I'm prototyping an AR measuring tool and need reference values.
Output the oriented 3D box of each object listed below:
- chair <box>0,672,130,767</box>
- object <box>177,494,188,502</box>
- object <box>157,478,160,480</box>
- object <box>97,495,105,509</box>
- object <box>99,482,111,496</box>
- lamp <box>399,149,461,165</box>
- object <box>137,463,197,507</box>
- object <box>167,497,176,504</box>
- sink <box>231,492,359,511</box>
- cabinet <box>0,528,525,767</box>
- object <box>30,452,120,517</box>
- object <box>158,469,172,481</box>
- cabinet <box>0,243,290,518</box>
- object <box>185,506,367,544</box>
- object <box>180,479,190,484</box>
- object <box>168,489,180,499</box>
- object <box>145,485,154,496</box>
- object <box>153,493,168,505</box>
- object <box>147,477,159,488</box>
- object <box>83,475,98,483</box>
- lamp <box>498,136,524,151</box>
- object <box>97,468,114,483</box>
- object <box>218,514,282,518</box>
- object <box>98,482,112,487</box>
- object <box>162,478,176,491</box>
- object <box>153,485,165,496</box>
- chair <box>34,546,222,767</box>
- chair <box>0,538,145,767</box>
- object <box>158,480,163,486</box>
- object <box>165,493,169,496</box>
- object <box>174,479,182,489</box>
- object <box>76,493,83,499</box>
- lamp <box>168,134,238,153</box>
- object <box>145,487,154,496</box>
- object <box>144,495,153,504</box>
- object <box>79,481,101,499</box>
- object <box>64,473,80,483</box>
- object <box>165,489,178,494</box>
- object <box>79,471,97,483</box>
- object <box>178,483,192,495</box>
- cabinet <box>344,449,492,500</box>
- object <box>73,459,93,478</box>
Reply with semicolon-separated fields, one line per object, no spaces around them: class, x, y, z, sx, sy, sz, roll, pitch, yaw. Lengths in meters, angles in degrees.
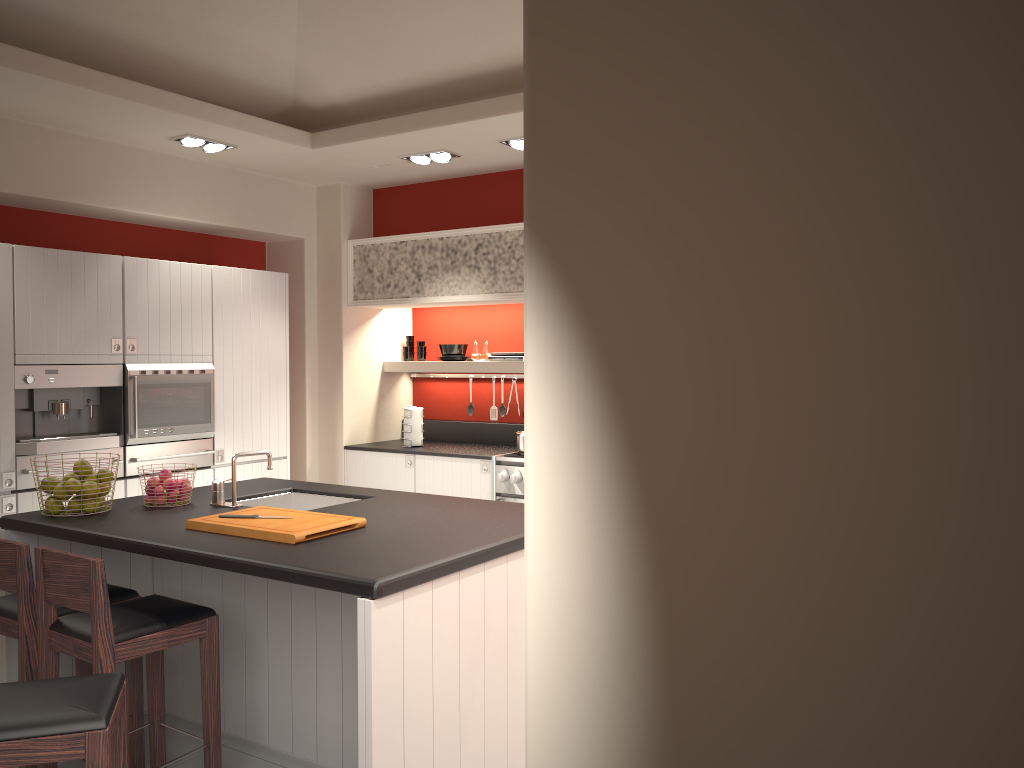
chair;-1.290;1.087;2.352;0.474;1.008;0.383;-1;1;-17
object;-1.480;0.504;3.975;0.050;0.049;0.049;0;1;-1
object;-1.582;0.444;3.950;0.049;0.049;0.048;1;2;40
object;-1.767;0.490;3.746;0.084;0.079;0.086;0;2;-12
object;-1.718;0.442;3.724;0.057;0.057;0.055;1;2;24
lamp;-0.537;-1.508;5.825;0.361;0.109;0.199;1;2;33
object;-1.523;0.447;3.922;0.248;0.168;0.248;0;2;21
object;-1.503;0.511;3.917;0.040;0.039;0.039;0;1;-9
sink;-0.996;0.675;4.055;0.567;0.258;0.516;1;2;33
cabinet;-0.871;1.092;3.695;2.034;1.011;1.423;1;2;33
object;-1.826;0.418;3.717;0.341;0.232;0.341;-1;2;-24
object;-1.525;0.402;3.901;0.056;0.058;0.056;0;1;-12
cabinet;-2.543;0.378;5.344;0.716;2.250;2.558;1;2;33
object;-0.893;0.527;3.360;0.570;0.033;0.372;1;2;31
object;-1.474;0.449;3.979;0.056;0.050;0.055;-1;2;-19
object;-1.482;0.482;3.887;0.046;0.043;0.046;-1;2;-18
object;-1.585;0.463;3.905;0.059;0.059;0.060;1;2;45
object;-1.539;0.501;3.878;0.062;0.057;0.061;1;2;33
object;-1.559;0.428;3.849;0.048;0.046;0.048;0;2;-12
object;-1.765;0.407;3.718;0.056;0.054;0.057;0;1;4
lamp;0.120;-1.499;5.403;0.361;0.104;0.199;1;2;33
object;-1.720;0.388;3.751;0.067;0.064;0.067;1;2;33
object;-0.970;0.505;3.382;0.302;0.010;0.035;0;2;3
object;-1.743;0.435;3.781;0.067;0.064;0.066;1;2;37
object;-1.497;0.439;3.875;0.056;0.055;0.051;-2;2;-43
object;-1.533;0.463;3.847;0.048;0.046;0.048;0;1;-8
chair;-1.356;1.064;3.158;0.383;1.008;0.474;1;2;35
chair;-1.744;1.058;3.408;0.383;1.008;0.474;1;2;33
object;-1.553;0.439;3.889;0.041;0.039;0.041;-1;2;-41
object;-1.542;0.503;3.992;0.050;0.049;0.049;0;1;-1
object;-1.483;0.445;3.928;0.041;0.044;0.045;0;1;2
object;-1.832;0.463;3.792;0.064;0.060;0.064;1;2;27
lamp;-1.895;-1.485;5.448;0.199;0.084;0.361;1;2;33
object;-1.575;0.466;3.863;0.041;0.041;0.040;-1;2;-21
object;-1.594;0.506;3.909;0.050;0.049;0.049;0;1;-1
object;-1.749;0.441;3.673;0.082;0.082;0.082;0;1;0
object;-1.829;0.399;3.681;0.062;0.061;0.057;-2;2;-43
object;-1.520;0.466;3.959;0.055;0.056;0.055;1;2;42
object;-1.806;0.404;3.786;0.078;0.076;0.071;0;1;2
object;-1.451;0.466;3.937;0.055;0.056;0.055;1;2;42
cabinet;-0.514;0.991;6.661;1.361;0.993;0.687;1;2;33
object;-1.805;0.355;3.733;0.078;0.080;0.078;1;2;33
